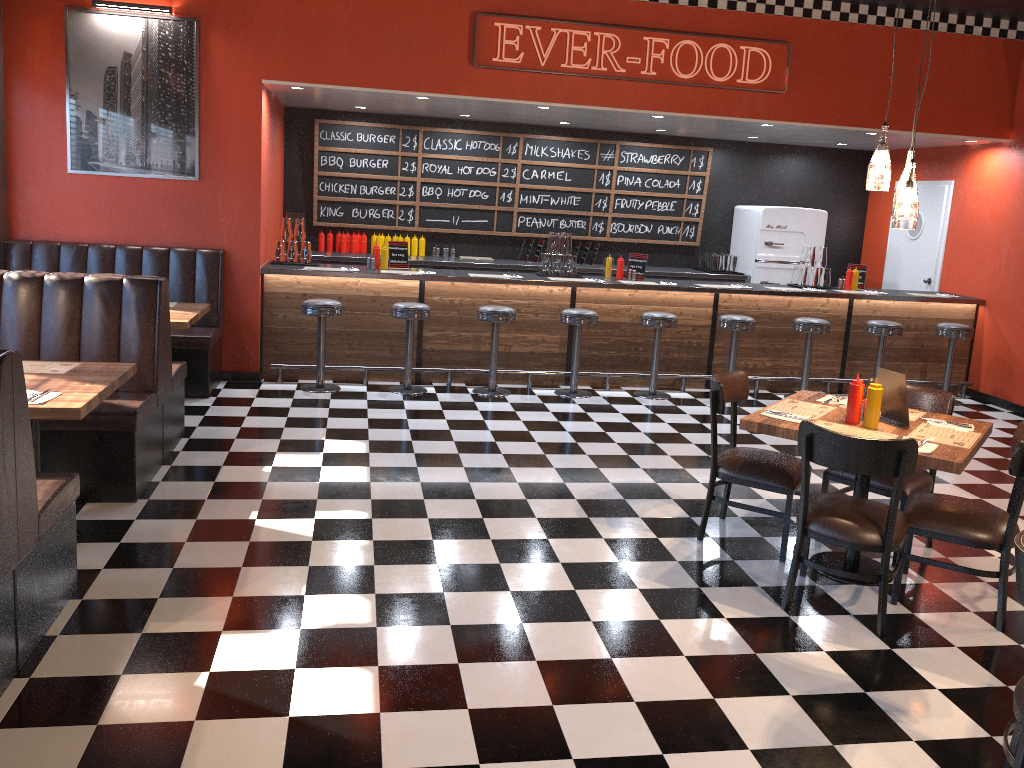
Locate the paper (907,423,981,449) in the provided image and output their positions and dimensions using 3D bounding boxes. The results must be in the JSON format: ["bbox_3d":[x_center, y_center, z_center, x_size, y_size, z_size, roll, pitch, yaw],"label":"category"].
[{"bbox_3d":[2.014,0.238,4.123,0.262,0.001,0.367,12,15,34],"label":"paper"}]

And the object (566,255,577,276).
[{"bbox_3d":[0.580,-1.138,8.564,0.106,0.207,0.106,10,12,34],"label":"object"}]

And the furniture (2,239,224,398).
[{"bbox_3d":[-3.271,-0.536,7.165,1.709,1.146,0.711,1,11,-10],"label":"furniture"}]

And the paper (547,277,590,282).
[{"bbox_3d":[0.529,-0.982,8.319,0.365,0.001,0.263,2,12,-9],"label":"paper"}]

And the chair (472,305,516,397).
[{"bbox_3d":[-0.158,-0.305,7.872,0.350,0.769,0.349,12,13,39],"label":"chair"}]

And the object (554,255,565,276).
[{"bbox_3d":[0.458,-1.142,8.550,0.106,0.207,0.106,10,12,34],"label":"object"}]

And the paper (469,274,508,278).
[{"bbox_3d":[-0.216,-1.001,8.199,0.365,0.001,0.263,2,12,-9],"label":"paper"}]

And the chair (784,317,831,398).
[{"bbox_3d":[2.801,-0.238,8.402,0.348,0.769,0.351,2,10,-10],"label":"chair"}]

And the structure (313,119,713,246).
[{"bbox_3d":[0.061,-2.263,10.123,4.541,1.138,0.202,1,10,-10],"label":"structure"}]

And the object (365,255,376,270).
[{"bbox_3d":[-1.293,-1.118,8.122,0.094,0.135,0.047,8,11,24],"label":"object"}]

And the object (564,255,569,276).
[{"bbox_3d":[0.549,-1.164,8.676,0.106,0.207,0.106,10,12,34],"label":"object"}]

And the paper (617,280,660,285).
[{"bbox_3d":[1.208,-0.965,8.435,0.365,0.001,0.263,2,12,-9],"label":"paper"}]

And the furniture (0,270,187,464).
[{"bbox_3d":[-2.986,-0.167,5.524,1.709,1.146,0.711,1,11,-10],"label":"furniture"}]

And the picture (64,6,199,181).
[{"bbox_3d":[-3.093,-2.352,7.235,1.023,1.292,0.016,2,10,-10],"label":"picture"}]

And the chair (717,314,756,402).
[{"bbox_3d":[2.061,-0.255,8.270,0.350,0.769,0.350,10,12,34],"label":"chair"}]

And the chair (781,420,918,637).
[{"bbox_3d":[1.517,0.588,3.964,0.488,0.861,0.547,9,12,28],"label":"chair"}]

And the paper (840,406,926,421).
[{"bbox_3d":[1.921,0.134,4.584,0.367,0.001,0.262,13,15,36],"label":"paper"}]

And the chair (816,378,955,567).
[{"bbox_3d":[2.022,0.446,4.773,0.546,0.861,0.489,-6,14,-43],"label":"chair"}]

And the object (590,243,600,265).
[{"bbox_3d":[0.970,-1.527,10.383,0.072,0.255,0.190,3,11,-5],"label":"object"}]

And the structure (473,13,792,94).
[{"bbox_3d":[1.090,-2.900,7.814,2.874,0.435,0.123,1,10,-10],"label":"structure"}]

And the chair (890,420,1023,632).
[{"bbox_3d":[2.111,0.599,4.084,0.546,0.861,0.488,9,12,29],"label":"chair"}]

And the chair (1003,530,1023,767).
[{"bbox_3d":[1.676,0.907,2.525,0.546,0.861,0.488,10,12,31],"label":"chair"}]

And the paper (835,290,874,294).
[{"bbox_3d":[3.431,-0.919,8.856,0.365,0.001,0.263,1,12,-9],"label":"paper"}]

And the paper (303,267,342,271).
[{"bbox_3d":[-1.669,-1.026,7.902,0.365,0.001,0.263,2,12,-9],"label":"paper"}]

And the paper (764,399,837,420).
[{"bbox_3d":[1.466,0.125,4.495,0.262,0.001,0.367,12,15,34],"label":"paper"}]

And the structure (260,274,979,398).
[{"bbox_3d":[1.248,-0.373,8.392,7.038,1.032,0.217,1,10,-10],"label":"structure"}]

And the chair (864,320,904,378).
[{"bbox_3d":[3.541,-0.221,8.535,0.348,0.769,0.351,3,10,-5],"label":"chair"}]

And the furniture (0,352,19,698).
[{"bbox_3d":[-2.464,0.509,2.522,1.709,1.146,0.711,1,11,-10],"label":"furniture"}]

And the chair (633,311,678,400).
[{"bbox_3d":[1.321,-0.271,8.137,0.350,0.769,0.350,10,12,34],"label":"chair"}]

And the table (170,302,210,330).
[{"bbox_3d":[-3.130,-0.163,6.367,1.691,0.768,0.964,1,11,-10],"label":"table"}]

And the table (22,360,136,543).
[{"bbox_3d":[-2.730,0.355,4.064,1.691,0.768,0.964,1,11,-10],"label":"table"}]

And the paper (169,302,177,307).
[{"bbox_3d":[-2.739,-0.604,6.698,0.365,0.001,0.263,0,12,-15],"label":"paper"}]

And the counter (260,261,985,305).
[{"bbox_3d":[1.229,-0.973,8.601,7.038,0.050,0.681,1,12,-10],"label":"counter"}]

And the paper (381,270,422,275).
[{"bbox_3d":[-1.006,-1.014,8.035,0.365,0.001,0.263,2,12,-9],"label":"paper"}]

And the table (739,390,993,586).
[{"bbox_3d":[1.725,0.558,4.387,0.960,0.768,0.964,11,13,34],"label":"table"}]

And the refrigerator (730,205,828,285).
[{"bbox_3d":[3.100,-1.193,10.503,0.802,1.790,0.856,2,10,-10],"label":"refrigerator"}]

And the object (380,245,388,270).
[{"bbox_3d":[-1.178,-1.176,8.179,0.068,0.236,0.068,2,10,-9],"label":"object"}]

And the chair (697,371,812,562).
[{"bbox_3d":[1.296,0.407,4.744,0.546,0.861,0.489,9,12,29],"label":"chair"}]

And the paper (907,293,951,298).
[{"bbox_3d":[4.220,-0.901,8.997,0.365,0.001,0.263,4,12,0],"label":"paper"}]

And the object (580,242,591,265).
[{"bbox_3d":[0.861,-1.529,10.363,0.074,0.256,0.191,2,11,-8],"label":"object"}]

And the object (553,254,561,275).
[{"bbox_3d":[0.432,-1.166,8.654,0.106,0.207,0.106,10,12,34],"label":"object"}]

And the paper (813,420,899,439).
[{"bbox_3d":[1.553,0.223,4.063,0.367,0.001,0.262,12,15,33],"label":"paper"}]

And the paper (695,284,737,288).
[{"bbox_3d":[1.978,-0.946,8.568,0.365,0.001,0.263,0,12,-14],"label":"paper"}]

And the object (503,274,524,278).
[{"bbox_3d":[0.008,-1.011,8.271,0.157,0.019,0.257,0,12,-14],"label":"object"}]

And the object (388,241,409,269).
[{"bbox_3d":[-1.067,-1.211,8.330,0.188,0.255,0.073,0,11,-20],"label":"object"}]

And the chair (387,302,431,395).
[{"bbox_3d":[-0.898,-0.322,7.740,0.350,0.769,0.349,12,13,39],"label":"chair"}]

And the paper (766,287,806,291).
[{"bbox_3d":[2.694,-0.938,8.731,0.365,0.001,0.263,2,12,-9],"label":"paper"}]

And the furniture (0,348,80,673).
[{"bbox_3d":[-2.583,0.355,3.206,1.709,1.146,0.711,1,11,-10],"label":"furniture"}]

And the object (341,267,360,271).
[{"bbox_3d":[-1.456,-1.036,7.971,0.157,0.019,0.257,0,12,-14],"label":"object"}]

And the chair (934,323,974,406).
[{"bbox_3d":[4.280,-0.204,8.667,0.350,0.769,0.350,10,12,34],"label":"chair"}]

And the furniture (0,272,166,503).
[{"bbox_3d":[-2.867,-0.013,4.839,1.709,1.146,0.711,1,11,-10],"label":"furniture"}]

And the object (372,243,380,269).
[{"bbox_3d":[-1.262,-1.193,8.236,0.068,0.236,0.068,2,10,-9],"label":"object"}]

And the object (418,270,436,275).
[{"bbox_3d":[-0.776,-1.024,8.108,0.157,0.019,0.257,3,12,-5],"label":"object"}]

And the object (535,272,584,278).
[{"bbox_3d":[0.458,-1.060,8.627,0.437,0.018,0.275,1,12,-10],"label":"object"}]

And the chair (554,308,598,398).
[{"bbox_3d":[0.582,-0.288,8.005,0.349,0.769,0.350,9,12,29],"label":"chair"}]

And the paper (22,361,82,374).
[{"bbox_3d":[-2.362,-0.084,4.380,0.365,0.001,0.263,2,12,-8],"label":"paper"}]

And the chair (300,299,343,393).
[{"bbox_3d":[-1.637,-0.338,7.607,0.350,0.769,0.350,10,12,34],"label":"chair"}]
